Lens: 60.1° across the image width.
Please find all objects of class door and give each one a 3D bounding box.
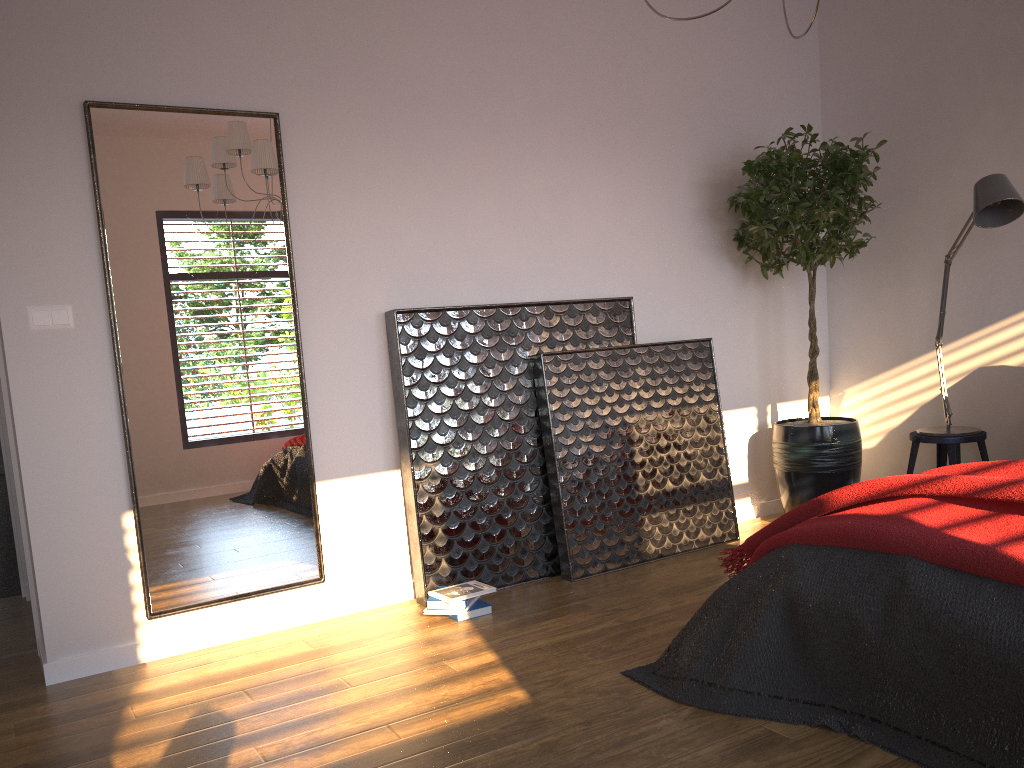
[{"bbox_3d":[-2.690,0.034,3.690,1.029,2.141,0.996,-8,7,-31],"label":"door"},{"bbox_3d":[-2.115,-0.016,3.796,0.162,2.141,1.030,-8,7,-31],"label":"door"}]

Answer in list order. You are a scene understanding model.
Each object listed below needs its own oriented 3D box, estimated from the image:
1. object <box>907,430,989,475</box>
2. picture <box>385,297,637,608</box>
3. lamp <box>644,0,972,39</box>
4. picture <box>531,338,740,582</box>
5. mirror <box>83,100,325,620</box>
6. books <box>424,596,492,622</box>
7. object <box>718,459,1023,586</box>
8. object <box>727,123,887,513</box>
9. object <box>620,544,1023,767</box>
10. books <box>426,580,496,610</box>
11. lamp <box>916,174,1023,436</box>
[{"bbox_3d":[2.112,0.474,4.282,0.341,0.483,0.337,-7,6,-31],"label":"object"},{"bbox_3d":[0.088,0.261,4.012,1.245,1.259,0.171,-7,7,-30],"label":"picture"},{"bbox_3d":[0.752,-1.451,1.933,1.243,1.085,1.098,-7,6,-31],"label":"lamp"},{"bbox_3d":[0.614,0.327,4.200,1.022,1.033,0.209,-7,7,-30],"label":"picture"},{"bbox_3d":[-1.133,-0.086,3.353,0.681,1.865,0.065,-8,7,-30],"label":"mirror"},{"bbox_3d":[-0.201,0.904,3.598,0.258,0.050,0.269,-3,4,14],"label":"books"},{"bbox_3d":[1.532,0.567,2.115,0.681,0.663,2.640,-7,4,-30],"label":"object"},{"bbox_3d":[1.483,-0.266,4.522,0.799,2.031,0.810,-7,7,-27],"label":"object"},{"bbox_3d":[1.432,0.610,2.015,1.118,0.571,2.501,-6,4,-30],"label":"object"},{"bbox_3d":[-0.238,0.857,3.592,0.269,0.051,0.257,-7,4,-34],"label":"books"},{"bbox_3d":[2.017,-0.311,3.948,0.279,1.133,0.784,-3,5,10],"label":"lamp"}]
